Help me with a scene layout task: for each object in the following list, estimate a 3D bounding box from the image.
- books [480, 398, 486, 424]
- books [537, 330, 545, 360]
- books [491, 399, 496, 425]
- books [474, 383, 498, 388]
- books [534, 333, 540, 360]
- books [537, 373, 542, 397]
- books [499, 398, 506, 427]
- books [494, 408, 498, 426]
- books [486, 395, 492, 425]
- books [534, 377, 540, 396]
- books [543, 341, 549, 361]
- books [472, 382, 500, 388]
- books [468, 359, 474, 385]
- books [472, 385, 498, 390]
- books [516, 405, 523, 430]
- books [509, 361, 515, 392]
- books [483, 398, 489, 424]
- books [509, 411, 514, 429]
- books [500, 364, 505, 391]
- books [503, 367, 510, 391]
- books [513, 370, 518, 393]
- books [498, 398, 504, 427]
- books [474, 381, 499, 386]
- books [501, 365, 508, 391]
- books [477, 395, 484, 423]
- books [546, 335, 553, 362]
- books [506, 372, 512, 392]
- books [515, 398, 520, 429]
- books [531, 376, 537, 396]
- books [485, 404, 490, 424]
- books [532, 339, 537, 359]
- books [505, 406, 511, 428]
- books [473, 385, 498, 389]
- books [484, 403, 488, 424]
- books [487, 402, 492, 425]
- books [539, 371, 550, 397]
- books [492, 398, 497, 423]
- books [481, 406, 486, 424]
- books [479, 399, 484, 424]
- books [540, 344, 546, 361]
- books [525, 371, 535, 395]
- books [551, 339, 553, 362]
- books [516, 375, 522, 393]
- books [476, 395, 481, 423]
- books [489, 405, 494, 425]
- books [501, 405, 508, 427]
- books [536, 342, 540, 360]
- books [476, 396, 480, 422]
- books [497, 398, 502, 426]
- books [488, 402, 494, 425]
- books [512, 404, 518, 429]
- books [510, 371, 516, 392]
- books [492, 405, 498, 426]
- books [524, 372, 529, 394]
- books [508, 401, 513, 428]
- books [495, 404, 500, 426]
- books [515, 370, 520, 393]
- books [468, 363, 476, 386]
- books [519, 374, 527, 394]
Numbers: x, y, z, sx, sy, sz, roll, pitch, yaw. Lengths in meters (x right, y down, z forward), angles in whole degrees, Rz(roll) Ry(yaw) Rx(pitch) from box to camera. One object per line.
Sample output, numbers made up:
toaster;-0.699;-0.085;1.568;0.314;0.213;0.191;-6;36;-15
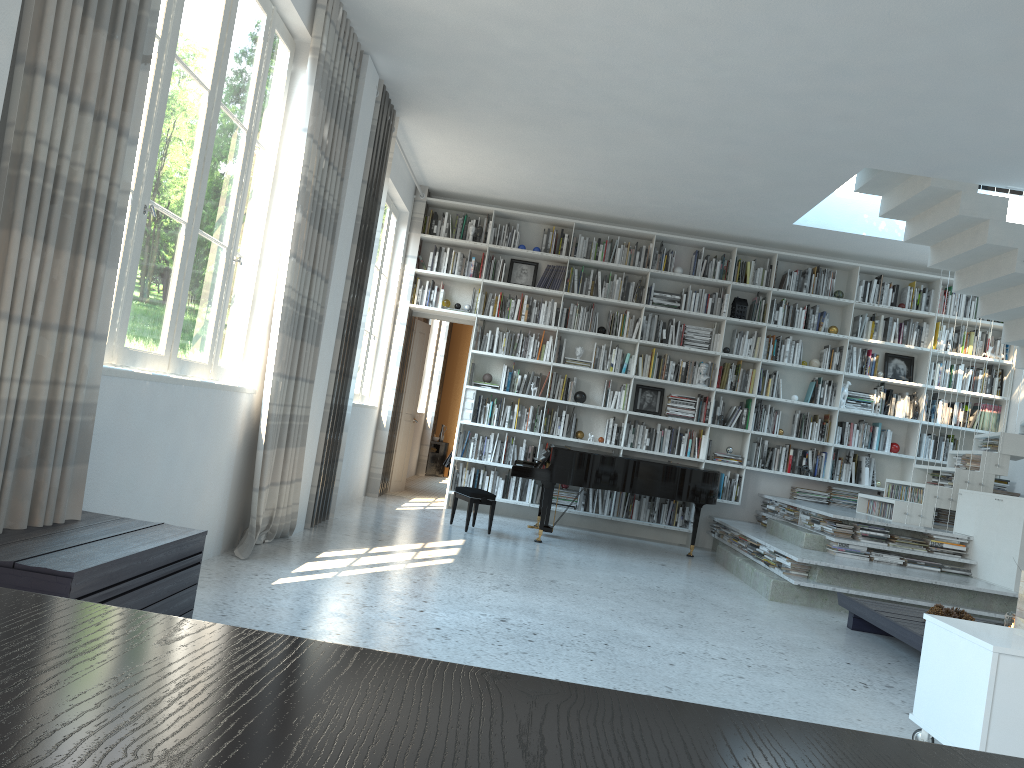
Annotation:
books;-0.301;0.285;9.246;0.007;0.264;0.177;9;-2;2
books;0.301;-0.393;9.270;0.035;0.325;0.170;9;-2;2
books;-0.192;0.296;9.258;0.009;0.277;0.157;9;-2;2
books;-0.270;0.022;9.268;0.254;0.012;0.161;9;-3;-1
books;0.261;-0.382;9.284;0.015;0.292;0.144;9;-2;2
books;0.285;0.014;9.256;0.021;0.251;0.154;9;-2;2
books;-0.098;0.296;9.246;0.012;0.306;0.189;9;-2;2
books;-0.165;0.344;9.234;0.016;0.189;0.183;9;-2;2
books;-0.235;0.270;9.253;0.006;0.315;0.145;9;-2;2
books;0.258;0.031;9.253;0.027;0.209;0.144;9;-2;2
books;0.355;-0.332;9.270;0.031;0.223;0.145;9;-2;2
books;-0.268;0.010;9.266;0.285;0.012;0.159;9;-3;6
books;-0.434;-0.117;9.284;0.012;0.285;0.159;9;-2;2
books;-0.274;0.047;9.267;0.285;0.012;0.159;9;-3;5
books;0.075;0.346;9.232;0.028;0.260;0.181;9;-2;2
books;0.000;-0.073;9.273;0.011;0.336;0.153;9;-2;2
books;-0.274;0.281;9.250;0.008;0.279;0.164;9;-2;2
books;-0.003;0.373;9.233;0.029;0.181;0.190;9;-2;2
books;-0.098;-0.064;9.263;0.012;0.285;0.159;9;-2;2
books;-0.056;-0.042;9.268;0.031;0.255;0.143;9;-2;2
books;0.040;-0.023;9.269;0.022;0.248;0.129;9;-2;2
books;-0.114;0.296;9.235;0.019;0.300;0.180;9;-2;2
books;-0.266;-0.001;9.273;0.254;0.012;0.161;9;-3;3
books;-0.082;-0.055;9.262;0.024;0.273;0.150;9;-2;2
books;-0.331;0.265;9.259;0.014;0.294;0.171;9;-2;2
books;0.388;-0.358;9.275;0.027;0.286;0.148;9;-2;2
books;-0.030;-0.015;9.237;0.029;0.208;0.189;9;-2;2
books;0.056;0.312;9.242;0.021;0.322;0.172;9;-2;2
books;0.230;0.027;9.244;0.030;0.207;0.172;9;-2;2
books;-0.253;0.316;9.242;0.015;0.216;0.180;9;-2;2
books;0.237;-0.349;9.279;0.021;0.220;0.148;9;-2;2
books;-0.041;0.343;9.245;0.027;0.230;0.159;9;-2;2
books;-0.272;0.035;9.272;0.254;0.012;0.161;9;-3;3
books;-0.267;0.314;9.255;0.015;0.218;0.176;9;-2;2
books;-0.230;0.307;9.249;0.014;0.243;0.171;9;-2;2
books;0.337;0.008;9.216;0.082;0.276;0.228;9;-2;2
books;-0.184;0.291;9.234;0.007;0.286;0.182;9;-2;2
books;-0.294;0.323;9.229;0.019;0.189;0.193;9;-2;2
books;-0.316;0.287;9.266;0.022;0.257;0.141;9;-2;2
books;0.322;-0.317;9.270;0.030;0.183;0.152;9;-2;2
books;0.189;-0.003;9.253;0.060;0.255;0.158;9;-2;2
books;0.418;-0.339;9.275;0.036;0.257;0.123;9;-2;2
books;0.071;0.010;9.236;0.029;0.190;0.189;9;-2;2
books;-0.346;0.265;9.266;0.016;0.289;0.152;9;-2;2
books;-0.209;0.327;9.266;0.016;0.211;0.146;9;-2;2
books;-0.076;0.338;9.263;0.045;0.230;0.138;9;-2;2
books;0.267;-0.336;9.268;0.013;0.203;0.161;9;-2;2
books;-0.358;0.266;9.268;0.008;0.285;0.159;9;-2;2
books;-0.127;0.296;9.271;0.009;0.299;0.141;9;-2;2
books;-0.219;0.307;9.235;0.009;0.244;0.184;9;-2;2
books;0.030;0.342;9.244;0.026;0.254;0.176;9;-2;2
books;0.013;-0.018;9.276;0.030;0.231;0.148;9;-2;2
books;-0.178;0.327;9.239;0.015;0.219;0.190;9;-2;2
books;0.152;-0.002;9.268;0.013;0.241;0.141;9;-2;2
books;-0.016;0.321;9.244;0.014;0.282;0.150;9;-2;2
books;-0.145;0.327;9.269;0.016;0.230;0.136;9;-2;2
books;0.056;-0.022;9.250;0.011;0.250;0.172;9;-2;2
books;-0.418;-0.093;9.273;0.028;0.243;0.156;9;-2;2
books;0.115;0.007;9.269;0.056;0.214;0.143;9;-2;2
